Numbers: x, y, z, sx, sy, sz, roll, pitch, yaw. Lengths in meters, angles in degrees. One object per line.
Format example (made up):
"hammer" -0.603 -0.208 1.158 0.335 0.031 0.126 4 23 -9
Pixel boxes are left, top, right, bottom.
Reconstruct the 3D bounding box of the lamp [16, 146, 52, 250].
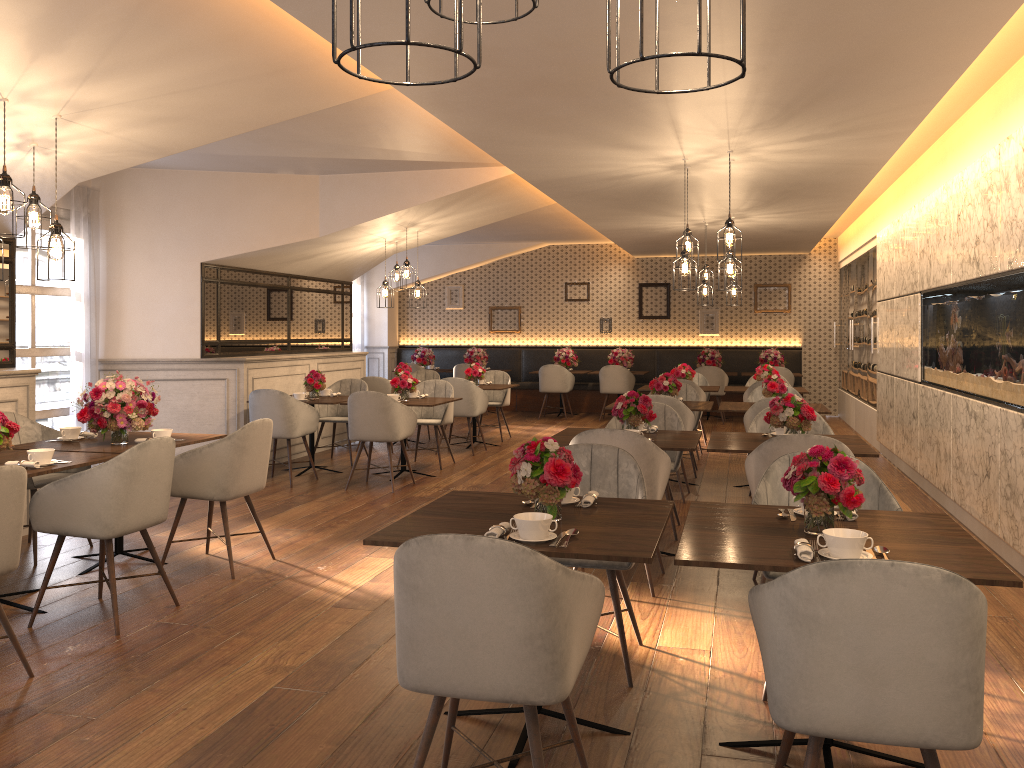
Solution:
"lamp" -2.605 -1.775 4.824 0.175 2.071 0.175 0 0 16

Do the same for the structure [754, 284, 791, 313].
"structure" 4.325 -1.422 14.697 0.601 0.485 0.032 1 0 15

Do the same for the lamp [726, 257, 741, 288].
"lamp" 2.502 -2.125 9.982 0.175 2.071 0.175 0 0 16

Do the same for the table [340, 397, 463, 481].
"table" -1.035 0.516 8.450 0.896 0.721 0.897 1 2 15

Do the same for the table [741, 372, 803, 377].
"table" 4.046 0.203 13.822 0.896 0.721 0.897 1 2 15

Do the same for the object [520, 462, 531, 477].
"object" 0.055 0.289 3.029 0.048 0.052 0.076 1 2 20

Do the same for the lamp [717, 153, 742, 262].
"lamp" 1.551 -1.911 6.310 0.175 2.071 0.175 0 0 16

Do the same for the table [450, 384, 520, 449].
"table" -0.452 0.385 10.700 0.896 0.721 0.897 1 2 15

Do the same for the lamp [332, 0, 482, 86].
"lamp" -0.131 -1.434 1.113 0.175 2.071 0.175 0 0 16

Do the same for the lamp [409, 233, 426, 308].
"lamp" -1.024 -1.862 9.631 0.175 2.071 0.175 0 0 16

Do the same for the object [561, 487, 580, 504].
"object" 0.184 0.415 3.369 0.148 0.072 0.148 -2 3 -33

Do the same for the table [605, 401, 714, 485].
"table" 1.348 0.544 7.985 0.896 0.721 0.897 1 2 15

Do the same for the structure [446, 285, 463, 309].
"structure" -1.046 -1.579 16.089 0.340 0.440 0.034 0 0 15

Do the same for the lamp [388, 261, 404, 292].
"lamp" -1.288 -2.072 9.908 0.175 2.071 0.175 0 0 16

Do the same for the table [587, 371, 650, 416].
"table" 1.746 0.169 14.417 0.896 0.721 0.897 1 2 15

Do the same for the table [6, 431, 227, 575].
"table" -2.351 0.700 5.297 0.896 0.721 0.897 1 2 15

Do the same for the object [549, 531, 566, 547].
"object" 0.149 0.484 2.777 0.022 0.004 0.211 1 3 14

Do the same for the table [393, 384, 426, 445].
"table" -1.381 0.371 10.941 0.896 0.721 0.897 1 2 15

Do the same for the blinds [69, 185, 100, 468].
"blinds" -4.014 -0.433 7.580 0.134 2.698 1.381 0 1 15

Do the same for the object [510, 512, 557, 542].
"object" 0.067 0.450 2.771 0.148 0.072 0.148 2 3 37

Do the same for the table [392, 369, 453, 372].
"table" -1.482 0.120 15.254 0.896 0.721 0.897 1 2 15

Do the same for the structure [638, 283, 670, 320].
"structure" 2.444 -1.418 15.193 0.544 0.632 0.035 0 0 15

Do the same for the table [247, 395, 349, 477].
"table" -1.964 0.502 8.691 0.896 0.721 0.897 1 2 15

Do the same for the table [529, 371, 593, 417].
"table" 0.817 0.155 14.658 0.896 0.721 0.897 1 2 15

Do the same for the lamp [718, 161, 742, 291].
"lamp" 1.633 -1.736 6.628 0.175 2.071 0.175 0 0 16

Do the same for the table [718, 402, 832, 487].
"table" 2.277 0.558 7.744 0.896 0.721 0.897 1 2 15

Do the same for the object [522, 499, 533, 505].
"object" 0.070 0.443 3.379 0.043 0.015 0.197 1 3 11

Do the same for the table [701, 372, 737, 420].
"table" 3.117 0.189 14.062 0.896 0.721 0.897 1 2 15

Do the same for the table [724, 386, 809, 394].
"table" 2.898 0.418 10.143 0.896 0.721 0.897 1 2 15

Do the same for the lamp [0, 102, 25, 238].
"lamp" -2.424 -1.741 4.229 0.175 2.071 0.175 0 0 16

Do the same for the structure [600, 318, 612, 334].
"structure" 1.635 -1.010 15.403 0.216 0.277 0.018 0 0 14

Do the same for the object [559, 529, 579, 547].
"object" 0.173 0.479 2.763 0.043 0.015 0.197 1 3 18

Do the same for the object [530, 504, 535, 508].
"object" 0.102 0.450 3.363 0.022 0.004 0.211 1 3 14

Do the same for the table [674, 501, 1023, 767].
"table" 1.009 0.843 2.850 0.896 0.721 0.897 1 2 15

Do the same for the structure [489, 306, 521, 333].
"structure" -0.126 -1.148 15.851 0.601 0.485 0.032 1 0 15

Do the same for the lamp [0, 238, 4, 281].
"lamp" -2.688 -1.563 4.506 0.175 2.071 0.175 0 0 16

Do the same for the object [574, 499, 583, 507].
"object" 0.259 0.441 3.340 0.025 0.024 0.193 0 3 14

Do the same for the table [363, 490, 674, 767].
"table" 0.080 0.829 3.091 0.896 0.721 0.897 1 2 15

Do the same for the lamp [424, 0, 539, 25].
"lamp" -0.049 -1.646 1.431 0.175 2.071 0.175 0 0 16

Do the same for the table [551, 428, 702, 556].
"table" 0.701 0.689 5.490 0.896 0.721 0.897 1 2 15

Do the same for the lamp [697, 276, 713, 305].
"lamp" 2.238 -1.948 10.259 0.175 2.071 0.175 0 0 16

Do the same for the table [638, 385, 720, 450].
"table" 1.969 0.404 10.384 0.896 0.721 0.897 1 2 15

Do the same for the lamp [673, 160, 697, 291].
"lamp" 1.287 -1.734 6.587 0.175 2.071 0.175 0 0 16

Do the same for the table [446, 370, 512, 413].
"table" -0.554 0.134 15.013 0.896 0.721 0.897 1 2 15

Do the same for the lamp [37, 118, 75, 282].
"lamp" -2.341 -1.566 4.547 0.175 2.071 0.175 0 0 16

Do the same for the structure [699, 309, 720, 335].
"structure" 3.332 -1.042 14.955 0.340 0.440 0.034 0 0 15

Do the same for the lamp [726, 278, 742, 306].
"lamp" 2.584 -1.950 10.300 0.175 2.071 0.175 0 0 16

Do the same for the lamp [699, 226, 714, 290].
"lamp" 2.320 -2.160 10.577 0.175 2.071 0.175 0 0 16

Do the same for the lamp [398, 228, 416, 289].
"lamp" -1.107 -2.037 9.313 0.175 2.071 0.175 0 0 16

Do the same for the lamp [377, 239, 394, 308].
"lamp" -1.371 -1.859 9.590 0.175 2.071 0.175 0 0 16

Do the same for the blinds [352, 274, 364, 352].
"blinds" -2.747 -0.905 15.680 0.134 2.698 0.618 0 0 15

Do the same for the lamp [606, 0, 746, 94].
"lamp" 0.215 -1.436 1.154 0.175 2.071 0.175 0 0 16

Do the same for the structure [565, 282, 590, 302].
"structure" 1.146 -1.615 15.531 0.449 0.345 0.016 1 0 15

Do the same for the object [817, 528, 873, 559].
"object" 0.956 0.463 2.541 0.148 0.072 0.148 2 3 37

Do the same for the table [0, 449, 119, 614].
"table" -2.587 0.753 4.388 0.896 0.721 0.897 1 2 15

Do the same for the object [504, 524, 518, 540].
"object" -0.008 0.472 2.800 0.025 0.024 0.193 0 3 15

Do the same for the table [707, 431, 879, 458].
"table" 1.630 0.703 5.249 0.896 0.721 0.897 1 2 15

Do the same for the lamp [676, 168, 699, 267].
"lamp" 1.369 -1.946 6.905 0.175 2.071 0.175 0 0 16
